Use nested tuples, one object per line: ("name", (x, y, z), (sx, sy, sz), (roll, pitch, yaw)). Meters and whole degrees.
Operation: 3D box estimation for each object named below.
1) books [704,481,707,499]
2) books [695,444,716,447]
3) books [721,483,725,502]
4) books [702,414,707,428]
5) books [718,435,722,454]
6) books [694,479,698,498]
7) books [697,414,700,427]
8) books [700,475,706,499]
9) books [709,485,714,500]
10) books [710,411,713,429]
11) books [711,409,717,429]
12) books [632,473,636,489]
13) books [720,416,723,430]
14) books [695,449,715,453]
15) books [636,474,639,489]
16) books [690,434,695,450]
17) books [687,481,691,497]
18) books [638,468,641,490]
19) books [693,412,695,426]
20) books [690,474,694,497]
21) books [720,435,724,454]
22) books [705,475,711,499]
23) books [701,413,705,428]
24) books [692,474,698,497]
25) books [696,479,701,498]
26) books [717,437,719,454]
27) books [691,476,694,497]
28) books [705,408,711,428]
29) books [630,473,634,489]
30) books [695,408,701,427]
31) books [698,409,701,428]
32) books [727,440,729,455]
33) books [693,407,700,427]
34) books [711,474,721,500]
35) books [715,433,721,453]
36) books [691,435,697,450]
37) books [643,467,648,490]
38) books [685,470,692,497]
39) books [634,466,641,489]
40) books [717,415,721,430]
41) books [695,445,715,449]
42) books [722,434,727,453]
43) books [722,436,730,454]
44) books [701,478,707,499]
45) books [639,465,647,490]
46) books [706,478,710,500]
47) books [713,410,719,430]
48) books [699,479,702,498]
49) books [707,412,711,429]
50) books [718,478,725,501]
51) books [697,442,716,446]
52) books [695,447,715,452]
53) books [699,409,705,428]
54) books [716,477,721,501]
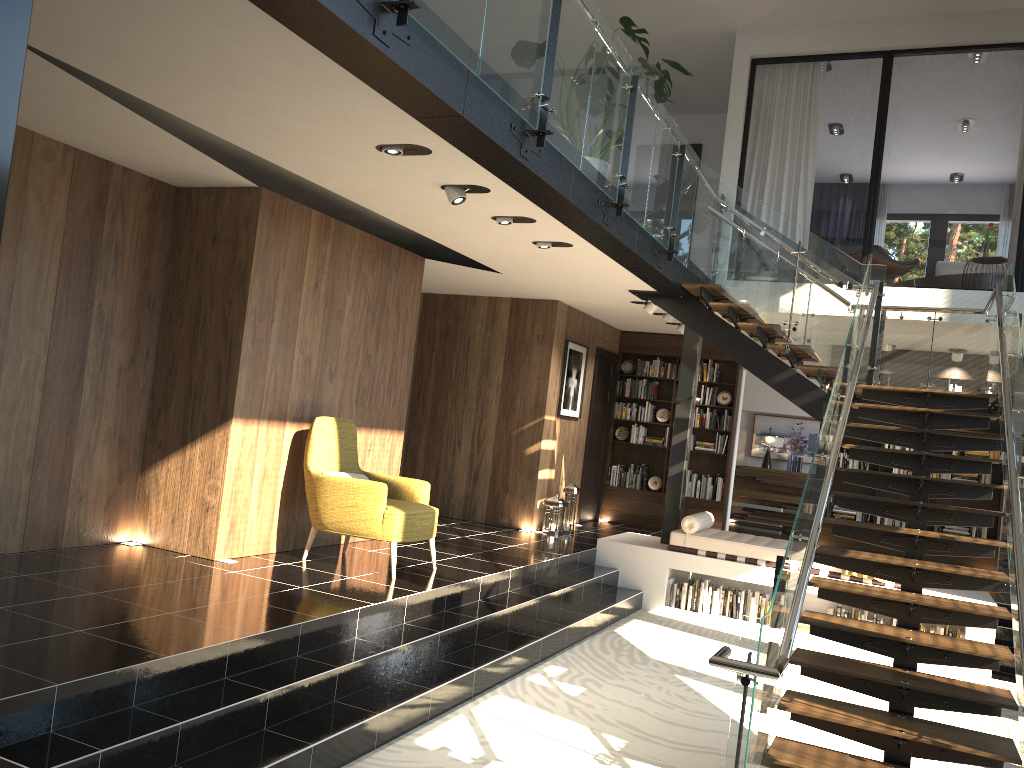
("books", (2.632, 1.431, 11.995), (0.022, 0.250, 0.144), (6, -2, 24))
("books", (2.641, 0.837, 12.058), (0.266, 0.019, 0.157), (6, -3, 26))
("books", (2.840, 1.452, 11.893), (0.029, 0.247, 0.139), (6, -2, 24))
("books", (2.624, 0.505, 12.022), (0.032, 0.195, 0.183), (6, -2, 24))
("books", (2.810, 0.817, 11.951), (0.014, 0.246, 0.192), (6, -2, 24))
("books", (2.518, 1.420, 12.059), (0.033, 0.250, 0.115), (6, -2, 24))
("books", (2.551, 0.506, 12.079), (0.028, 0.180, 0.130), (6, -2, 24))
("books", (2.587, 1.389, 11.998), (0.012, 0.322, 0.177), (6, -2, 24))
("books", (2.700, 1.465, 11.975), (0.032, 0.195, 0.134), (6, -2, 24))
("books", (2.711, 0.493, 12.021), (0.030, 0.239, 0.146), (6, -2, 24))
("books", (2.737, 0.476, 11.993), (0.037, 0.276, 0.179), (6, -2, 24))
("books", (1.739, 1.357, 12.411), (0.036, 0.222, 0.174), (6, -2, 24))
("books", (2.833, 0.529, 11.956), (0.026, 0.190, 0.121), (6, -2, 24))
("books", (2.630, 0.914, 12.052), (0.245, 0.021, 0.159), (6, -3, 26))
("books", (1.784, 1.368, 12.390), (0.033, 0.208, 0.192), (6, -2, 24))
("books", (2.463, 0.795, 12.142), (0.028, 0.224, 0.161), (6, -2, 24))
("books", (2.431, 1.429, 12.092), (0.034, 0.215, 0.105), (6, -2, 24))
("books", (1.809, 1.322, 12.361), (0.027, 0.304, 0.204), (6, -2, 24))
("books", (2.493, 0.486, 12.129), (0.033, 0.211, 0.132), (6, -2, 24))
("books", (2.461, 1.380, 12.082), (0.019, 0.317, 0.122), (6, -2, 24))
("books", (2.851, 0.818, 11.979), (0.038, 0.257, 0.138), (6, -2, 24))
("books", (2.647, 1.390, 11.972), (0.016, 0.332, 0.195), (6, -2, 24))
("books", (2.610, 0.502, 12.060), (0.026, 0.200, 0.154), (6, -2, 24))
("books", (2.490, 1.381, 12.053), (0.019, 0.321, 0.161), (6, -2, 24))
("books", (2.542, 1.419, 12.027), (0.037, 0.255, 0.145), (6, -2, 24))
("books", (2.804, 0.828, 11.989), (0.024, 0.226, 0.141), (6, -2, 24))
("books", (2.477, 1.396, 12.075), (0.019, 0.289, 0.145), (6, -2, 24))
("books", (2.661, 0.466, 12.031), (0.020, 0.281, 0.153), (6, -2, 24))
("books", (1.708, 1.354, 12.426), (0.034, 0.223, 0.209), (6, -2, 24))
("books", (2.533, 0.458, 12.085), (0.019, 0.272, 0.176), (6, -2, 24))
("books", (2.571, 0.471, 12.065), (0.014, 0.253, 0.169), (6, -2, 24))
("books", (2.920, 0.850, 11.920), (0.021, 0.204, 0.169), (6, -2, 24))
("books", (2.521, 0.453, 12.111), (0.025, 0.280, 0.145), (6, -2, 24))
("books", (2.743, 1.389, 11.933), (0.065, 0.354, 0.164), (6, -2, 24))
("books", (2.781, 0.798, 11.976), (0.014, 0.279, 0.202), (6, -2, 24))
("books", (2.479, 0.805, 12.103), (0.036, 0.206, 0.216), (6, -2, 24))
("books", (1.858, 1.321, 12.339), (0.042, 0.315, 0.193), (6, -2, 24))
("books", (2.398, 1.351, 12.064), (0.017, 0.359, 0.190), (6, -2, 24))
("books", (1.760, 1.308, 12.383), (0.016, 0.322, 0.219), (6, -2, 24))
("books", (2.798, 0.523, 11.983), (0.060, 0.196, 0.119), (6, -2, 24))
("books", (2.635, 0.860, 12.052), (0.263, 0.030, 0.159), (6, -3, 22))
("books", (2.855, 0.811, 11.925), (0.013, 0.267, 0.177), (6, -2, 24))
("books", (2.880, 0.820, 11.908), (0.047, 0.253, 0.210), (6, -2, 24))
("books", (2.605, 1.409, 11.993), (0.029, 0.286, 0.138), (6, -2, 24))
("books", (1.823, 1.296, 12.331), (0.019, 0.356, 0.235), (6, -2, 24))
("books", (2.660, 1.411, 11.964), (0.018, 0.292, 0.192), (6, -2, 24))
("books", (2.757, 0.485, 11.976), (0.016, 0.262, 0.155), (6, -2, 24))
("books", (2.576, 1.421, 12.027), (0.025, 0.260, 0.114), (6, -2, 24))
("books", (2.675, 0.498, 12.011), (0.027, 0.219, 0.139), (6, -2, 24))
("books", (2.813, 1.419, 11.896), (0.029, 0.306, 0.149), (6, -2, 24))
("books", (2.647, 0.813, 12.066), (0.239, 0.031, 0.147), (6, -3, 24))
("books", (2.628, 0.888, 12.043), (0.271, 0.028, 0.174), (6, -3, 20))
("books", (2.583, 0.472, 12.051), (0.021, 0.253, 0.168), (6, -2, 24))
("books", (2.787, 1.413, 11.916), (0.035, 0.314, 0.168), (6, -2, 24))
